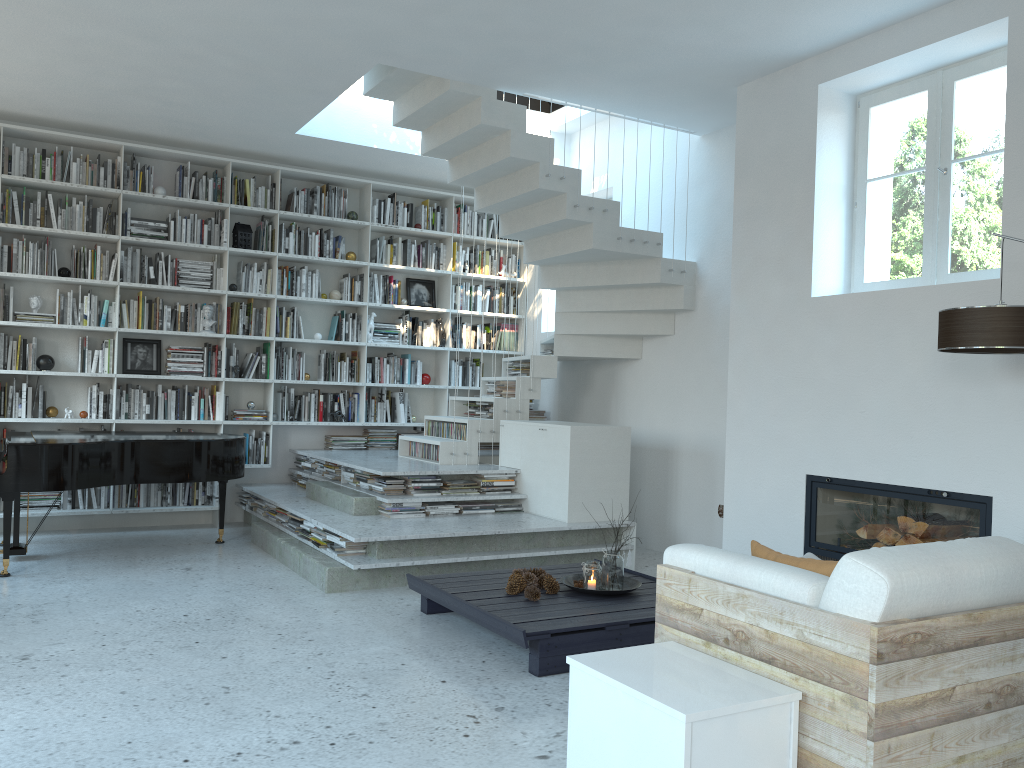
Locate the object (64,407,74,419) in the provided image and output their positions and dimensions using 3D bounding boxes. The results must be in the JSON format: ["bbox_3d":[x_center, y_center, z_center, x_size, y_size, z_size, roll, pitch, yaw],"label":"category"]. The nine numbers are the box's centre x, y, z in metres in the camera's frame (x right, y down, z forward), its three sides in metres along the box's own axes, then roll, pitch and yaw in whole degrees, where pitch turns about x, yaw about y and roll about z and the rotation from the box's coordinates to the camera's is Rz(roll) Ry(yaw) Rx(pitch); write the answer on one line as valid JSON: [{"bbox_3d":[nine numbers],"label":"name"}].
[{"bbox_3d":[-3.514,0.227,7.039,0.060,0.095,0.078,2,0,-13],"label":"object"}]

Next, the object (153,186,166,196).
[{"bbox_3d":[-2.931,-1.592,7.375,0.104,0.106,0.105,2,0,38],"label":"object"}]

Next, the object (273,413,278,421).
[{"bbox_3d":[-2.119,0.292,7.898,0.071,0.072,0.071,2,0,19],"label":"object"}]

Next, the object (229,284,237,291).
[{"bbox_3d":[-2.398,-0.827,7.625,0.071,0.072,0.071,2,0,19],"label":"object"}]

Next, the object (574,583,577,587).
[{"bbox_3d":[0.339,1.058,4.650,0.026,0.027,0.030,2,0,27],"label":"object"}]

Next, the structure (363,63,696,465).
[{"bbox_3d":[-0.182,-0.727,6.935,2.614,3.382,1.954,2,0,-30],"label":"structure"}]

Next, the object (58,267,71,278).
[{"bbox_3d":[-3.554,-0.878,7.037,0.097,0.098,0.097,2,0,19],"label":"object"}]

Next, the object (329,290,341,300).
[{"bbox_3d":[-1.632,-0.811,8.173,0.111,0.113,0.111,2,0,38],"label":"object"}]

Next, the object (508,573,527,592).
[{"bbox_3d":[0.023,1.030,4.587,0.114,0.101,0.110,2,0,43],"label":"object"}]

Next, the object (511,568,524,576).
[{"bbox_3d":[0.032,1.017,4.670,0.090,0.106,0.097,2,0,-9],"label":"object"}]

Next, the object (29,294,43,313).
[{"bbox_3d":[-3.749,-0.631,6.976,0.095,0.157,0.121,2,0,-16],"label":"object"}]

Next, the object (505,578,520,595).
[{"bbox_3d":[0.004,1.037,4.514,0.082,0.085,0.082,2,0,-15],"label":"object"}]

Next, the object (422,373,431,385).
[{"bbox_3d":[-0.846,-0.046,8.611,0.115,0.116,0.115,2,0,38],"label":"object"}]

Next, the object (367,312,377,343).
[{"bbox_3d":[-1.303,-0.517,8.184,0.087,0.288,0.075,2,0,5],"label":"object"}]

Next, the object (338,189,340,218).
[{"bbox_3d":[-1.612,-1.638,8.181,0.006,0.298,0.129,2,0,-30],"label":"object"}]

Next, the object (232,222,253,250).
[{"bbox_3d":[-2.337,-1.274,7.685,0.135,0.248,0.135,2,0,-40],"label":"object"}]

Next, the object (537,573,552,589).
[{"bbox_3d":[0.166,1.038,4.667,0.106,0.086,0.091,2,0,-16],"label":"object"}]

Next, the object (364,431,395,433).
[{"bbox_3d":[-1.260,0.454,8.426,0.254,0.006,0.161,2,-1,-30],"label":"object"}]

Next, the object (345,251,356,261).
[{"bbox_3d":[-1.482,-1.168,8.158,0.100,0.102,0.100,2,0,38],"label":"object"}]

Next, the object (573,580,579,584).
[{"bbox_3d":[0.340,1.054,4.693,0.035,0.035,0.030,2,0,-32],"label":"object"}]

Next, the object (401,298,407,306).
[{"bbox_3d":[-1.048,-0.779,8.477,0.091,0.092,0.091,2,0,19],"label":"object"}]

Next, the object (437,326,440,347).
[{"bbox_3d":[-0.746,-0.458,8.685,0.022,0.211,0.179,2,0,-30],"label":"object"}]

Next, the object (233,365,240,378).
[{"bbox_3d":[-2.358,-0.105,7.594,0.054,0.113,0.079,2,0,-31],"label":"object"}]

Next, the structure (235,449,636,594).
[{"bbox_3d":[-0.545,0.959,7.200,2.900,0.659,3.112,2,-1,-30],"label":"structure"}]

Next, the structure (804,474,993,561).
[{"bbox_3d":[2.271,0.825,4.782,0.735,0.584,1.210,2,-1,-33],"label":"structure"}]

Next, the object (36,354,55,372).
[{"bbox_3d":[-3.682,-0.165,6.999,0.133,0.135,0.134,2,0,19],"label":"object"}]

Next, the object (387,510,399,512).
[{"bbox_3d":[-0.779,0.879,6.201,0.204,0.004,0.140,2,-1,-27],"label":"object"}]

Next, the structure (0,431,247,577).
[{"bbox_3d":[-2.823,0.782,6.244,1.918,0.833,1.334,2,-1,-30],"label":"structure"}]

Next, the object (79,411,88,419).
[{"bbox_3d":[-3.436,0.246,7.111,0.061,0.062,0.061,2,0,19],"label":"object"}]

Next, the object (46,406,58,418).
[{"bbox_3d":[-3.651,0.223,7.036,0.091,0.092,0.091,2,0,38],"label":"object"}]

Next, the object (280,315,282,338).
[{"bbox_3d":[-2.087,-0.508,7.927,0.013,0.208,0.140,2,0,-30],"label":"object"}]

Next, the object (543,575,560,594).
[{"bbox_3d":[0.203,1.037,4.564,0.083,0.100,0.092,2,0,-25],"label":"object"}]

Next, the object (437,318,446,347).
[{"bbox_3d":[-0.678,-0.493,8.564,0.087,0.288,0.075,2,0,5],"label":"object"}]

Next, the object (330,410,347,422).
[{"bbox_3d":[-1.571,0.293,8.042,0.160,0.114,0.064,2,0,-42],"label":"object"}]

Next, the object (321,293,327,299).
[{"bbox_3d":[-1.721,-0.793,8.096,0.068,0.068,0.068,2,0,38],"label":"object"}]

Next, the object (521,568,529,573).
[{"bbox_3d":[0.073,1.043,4.819,0.078,0.084,0.098,2,0,-29],"label":"object"}]

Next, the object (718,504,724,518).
[{"bbox_3d":[1.510,0.841,5.667,0.096,0.094,0.442,2,-1,-33],"label":"object"}]

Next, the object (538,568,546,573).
[{"bbox_3d":[0.162,1.038,4.785,0.078,0.101,0.086,2,0,34],"label":"object"}]

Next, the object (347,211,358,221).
[{"bbox_3d":[-1.467,-1.536,8.152,0.104,0.105,0.104,2,0,19],"label":"object"}]

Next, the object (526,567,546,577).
[{"bbox_3d":[0.134,1.029,4.727,0.099,0.102,0.097,2,0,31],"label":"object"}]

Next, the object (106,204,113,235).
[{"bbox_3d":[-3.216,-1.312,7.105,0.075,0.255,0.075,2,0,39],"label":"object"}]

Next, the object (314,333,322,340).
[{"bbox_3d":[-1.763,-0.429,8.053,0.071,0.072,0.071,2,0,19],"label":"object"}]

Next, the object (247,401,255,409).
[{"bbox_3d":[-2.272,0.184,7.718,0.071,0.072,0.071,2,0,19],"label":"object"}]

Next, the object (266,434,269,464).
[{"bbox_3d":[-2.158,0.570,7.813,0.011,0.260,0.142,2,0,-30],"label":"object"}]

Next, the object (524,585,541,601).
[{"bbox_3d":[0.104,1.036,4.388,0.081,0.083,0.098,2,0,-25],"label":"object"}]

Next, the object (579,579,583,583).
[{"bbox_3d":[0.367,1.056,4.729,0.031,0.035,0.031,2,0,-29],"label":"object"}]

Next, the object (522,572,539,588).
[{"bbox_3d":[0.089,1.027,4.618,0.094,0.108,0.108,2,0,28],"label":"object"}]

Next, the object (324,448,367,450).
[{"bbox_3d":[-1.551,0.607,8.248,0.346,0.007,0.193,2,-1,-35],"label":"object"}]

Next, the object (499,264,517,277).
[{"bbox_3d":[-0.052,-1.132,8.925,0.203,0.137,0.095,2,0,-14],"label":"object"}]

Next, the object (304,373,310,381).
[{"bbox_3d":[-1.867,-0.063,8.041,0.071,0.072,0.071,2,0,19],"label":"object"}]

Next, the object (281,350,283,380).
[{"bbox_3d":[-2.083,-0.169,7.955,0.007,0.266,0.135,2,0,-30],"label":"object"}]

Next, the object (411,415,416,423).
[{"bbox_3d":[-0.960,0.338,8.579,0.071,0.072,0.071,2,0,19],"label":"object"}]

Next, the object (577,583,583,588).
[{"bbox_3d":[0.353,1.054,4.612,0.035,0.035,0.030,2,0,-7],"label":"object"}]

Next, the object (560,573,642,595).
[{"bbox_3d":[0.465,1.055,4.652,0.429,0.038,0.429,2,-1,10],"label":"object"}]

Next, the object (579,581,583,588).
[{"bbox_3d":[0.370,1.051,4.639,0.038,0.043,0.039,2,0,31],"label":"object"}]

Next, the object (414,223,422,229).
[{"bbox_3d":[-0.899,-1.498,8.477,0.071,0.072,0.071,2,0,19],"label":"object"}]

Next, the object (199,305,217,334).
[{"bbox_3d":[-2.569,-0.545,7.493,0.138,0.244,0.137,2,0,26],"label":"object"}]

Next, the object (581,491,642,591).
[{"bbox_3d":[0.524,0.813,4.582,0.309,0.522,0.435,2,0,0],"label":"object"}]
